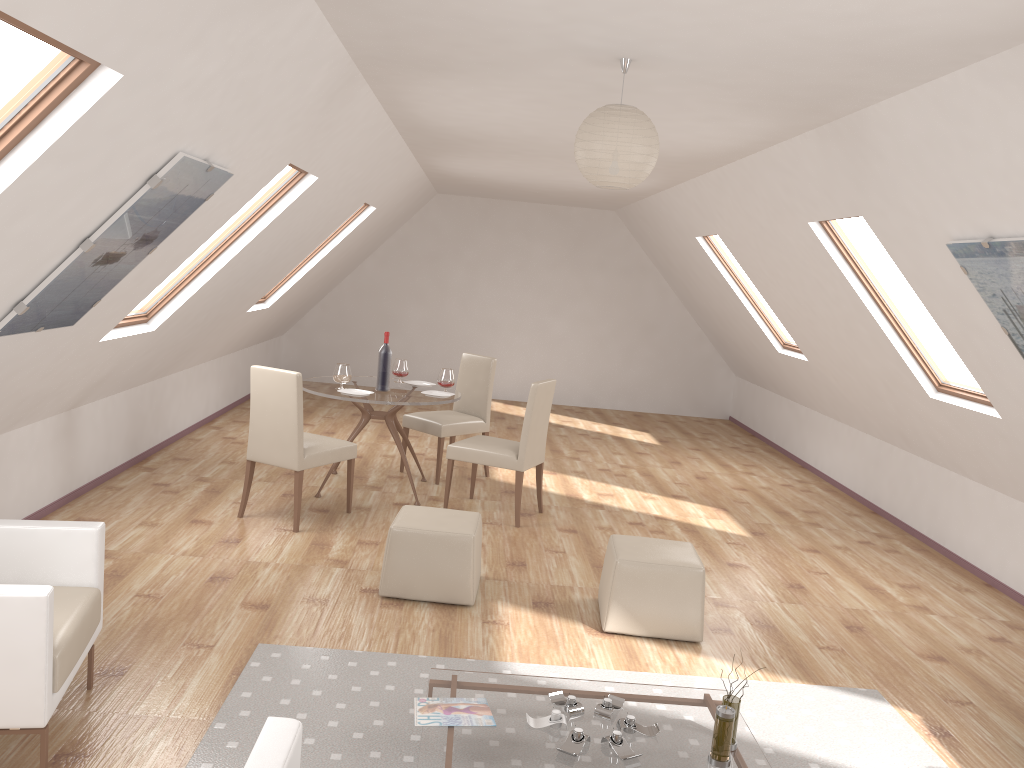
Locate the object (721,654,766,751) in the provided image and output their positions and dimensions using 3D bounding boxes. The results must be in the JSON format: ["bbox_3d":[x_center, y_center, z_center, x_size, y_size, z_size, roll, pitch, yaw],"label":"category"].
[{"bbox_3d":[0.763,1.070,3.040,0.123,0.359,0.184,11,10,39],"label":"object"}]

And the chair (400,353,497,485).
[{"bbox_3d":[-0.510,0.259,7.313,0.477,0.999,0.618,12,10,42],"label":"chair"}]

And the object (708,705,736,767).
[{"bbox_3d":[0.697,1.165,2.937,0.075,0.185,0.075,10,9,29],"label":"object"}]

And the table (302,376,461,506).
[{"bbox_3d":[-1.011,0.410,6.669,1.198,0.770,1.198,8,8,18],"label":"table"}]

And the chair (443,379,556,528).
[{"bbox_3d":[-0.080,0.431,6.318,0.618,0.999,0.477,8,8,22],"label":"chair"}]

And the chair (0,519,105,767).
[{"bbox_3d":[-1.893,0.841,3.010,0.820,0.706,0.748,4,8,-13],"label":"chair"}]

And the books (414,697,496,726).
[{"bbox_3d":[-0.207,1.150,3.112,0.280,0.005,0.192,4,8,-10],"label":"books"}]

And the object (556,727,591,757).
[{"bbox_3d":[0.207,1.187,2.950,0.064,0.052,0.143,9,8,27],"label":"object"}]

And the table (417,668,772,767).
[{"bbox_3d":[0.270,1.294,3.113,1.173,0.190,0.730,5,7,-3],"label":"table"}]

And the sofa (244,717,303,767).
[{"bbox_3d":[0.335,1.209,1.820,1.880,0.706,0.820,5,7,-3],"label":"sofa"}]

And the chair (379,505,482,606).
[{"bbox_3d":[-0.418,0.902,4.788,0.506,0.394,0.506,6,7,1],"label":"chair"}]

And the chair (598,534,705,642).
[{"bbox_3d":[0.725,1.035,4.600,0.506,0.394,0.506,6,7,2],"label":"chair"}]

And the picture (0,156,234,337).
[{"bbox_3d":[-1.592,-0.552,3.633,0.683,0.738,0.650,5,7,-3],"label":"picture"}]

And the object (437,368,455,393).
[{"bbox_3d":[-0.495,-0.023,6.669,0.136,0.183,0.136,2,8,-24],"label":"object"}]

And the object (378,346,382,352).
[{"bbox_3d":[-0.959,-0.129,6.600,0.086,0.322,0.096,-1,10,-39],"label":"object"}]

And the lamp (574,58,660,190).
[{"bbox_3d":[0.425,-1.031,3.523,0.340,0.497,0.340,11,9,36],"label":"lamp"}]

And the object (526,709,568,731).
[{"bbox_3d":[0.122,1.161,3.084,0.143,0.052,0.064,5,7,-3],"label":"object"}]

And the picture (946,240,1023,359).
[{"bbox_3d":[2.303,-0.205,3.806,0.683,0.738,0.650,5,7,-3],"label":"picture"}]

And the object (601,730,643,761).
[{"bbox_3d":[0.367,1.201,2.957,0.064,0.052,0.143,1,9,-32],"label":"object"}]

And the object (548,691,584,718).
[{"bbox_3d":[0.198,1.151,3.226,0.064,0.051,0.143,1,9,-32],"label":"object"}]

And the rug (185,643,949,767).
[{"bbox_3d":[0.298,1.379,3.192,2.800,0.007,1.600,5,7,-3],"label":"rug"}]

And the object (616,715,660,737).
[{"bbox_3d":[0.442,1.190,3.098,0.143,0.052,0.064,5,7,-3],"label":"object"}]

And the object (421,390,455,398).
[{"bbox_3d":[-0.541,0.078,6.491,0.228,0.020,0.228,8,8,20],"label":"object"}]

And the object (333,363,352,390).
[{"bbox_3d":[-1.220,-0.053,6.374,0.136,0.183,0.136,9,8,24],"label":"object"}]

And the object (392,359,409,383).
[{"bbox_3d":[-0.881,-0.104,7.004,0.136,0.183,0.136,2,8,-24],"label":"object"}]

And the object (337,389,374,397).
[{"bbox_3d":[-1.093,0.064,6.203,0.228,0.020,0.228,9,8,23],"label":"object"}]

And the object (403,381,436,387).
[{"bbox_3d":[-0.722,0.002,6.935,0.228,0.020,0.228,12,10,42],"label":"object"}]

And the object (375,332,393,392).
[{"bbox_3d":[-0.924,-0.163,6.445,0.109,0.435,0.109,5,8,-7],"label":"object"}]

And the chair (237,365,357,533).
[{"bbox_3d":[-1.382,0.376,5.796,0.477,0.999,0.618,9,8,25],"label":"chair"}]

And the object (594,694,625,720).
[{"bbox_3d":[0.358,1.164,3.233,0.064,0.052,0.143,9,8,27],"label":"object"}]
